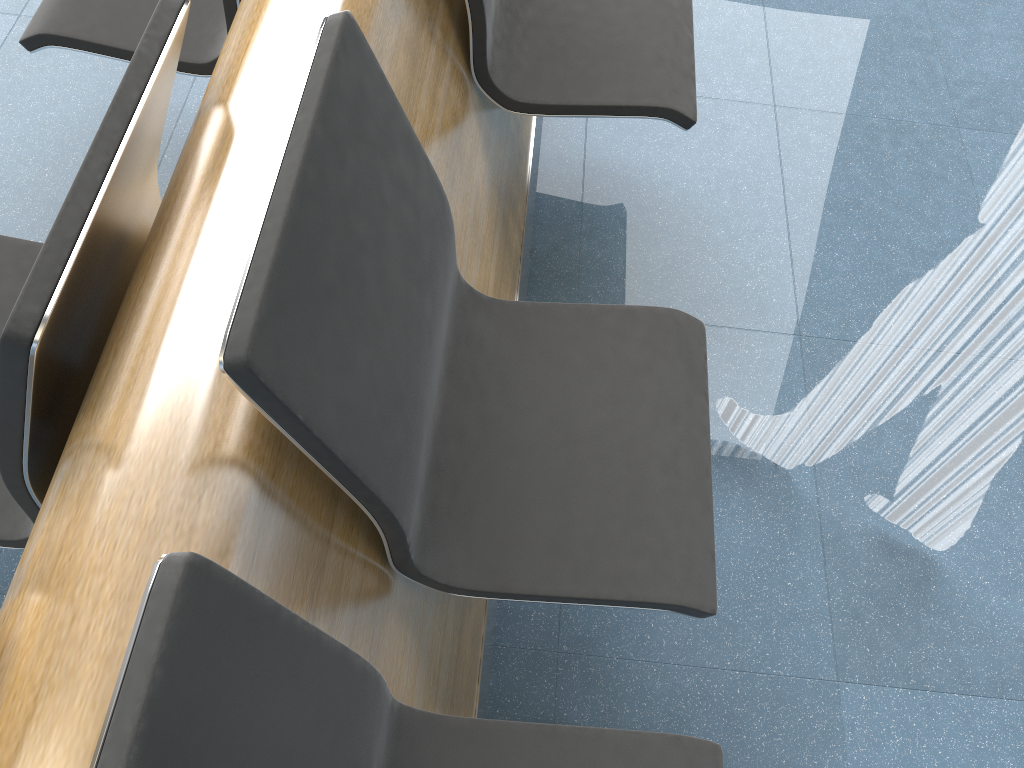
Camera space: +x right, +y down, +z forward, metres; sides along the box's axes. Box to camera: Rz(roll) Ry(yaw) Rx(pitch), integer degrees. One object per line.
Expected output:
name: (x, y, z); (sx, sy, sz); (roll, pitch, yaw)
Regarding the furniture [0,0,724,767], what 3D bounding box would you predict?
furniture: (-0.330, -0.133, 1.337); (1.301, 0.896, 2.281); (6, 58, -1)
